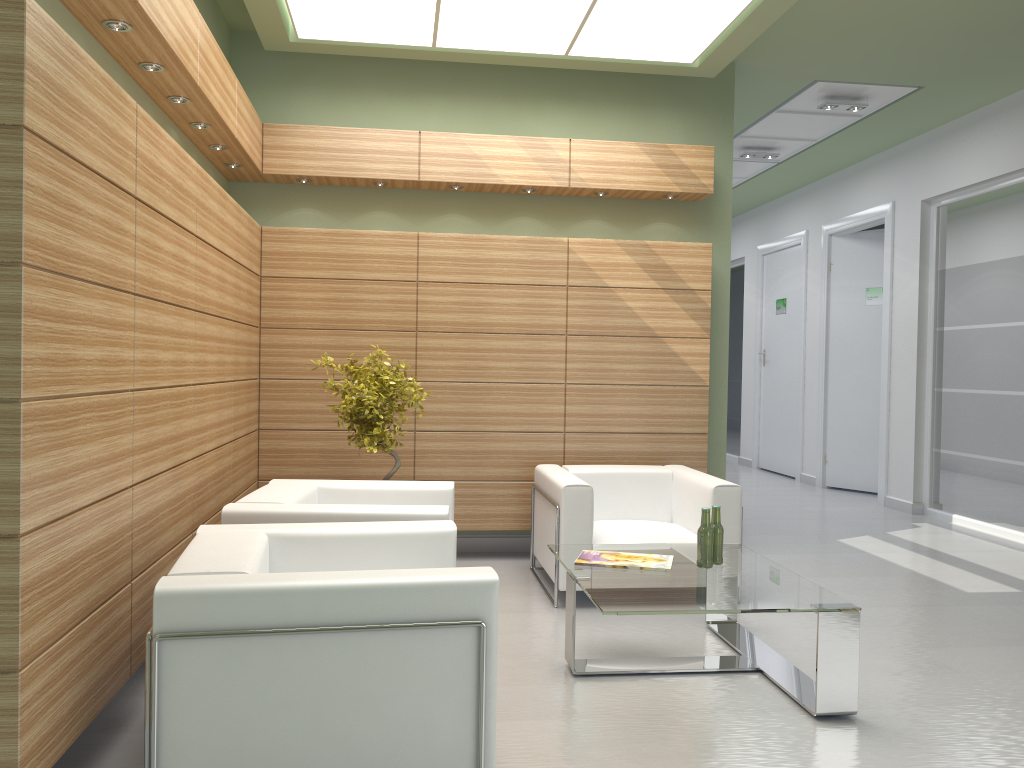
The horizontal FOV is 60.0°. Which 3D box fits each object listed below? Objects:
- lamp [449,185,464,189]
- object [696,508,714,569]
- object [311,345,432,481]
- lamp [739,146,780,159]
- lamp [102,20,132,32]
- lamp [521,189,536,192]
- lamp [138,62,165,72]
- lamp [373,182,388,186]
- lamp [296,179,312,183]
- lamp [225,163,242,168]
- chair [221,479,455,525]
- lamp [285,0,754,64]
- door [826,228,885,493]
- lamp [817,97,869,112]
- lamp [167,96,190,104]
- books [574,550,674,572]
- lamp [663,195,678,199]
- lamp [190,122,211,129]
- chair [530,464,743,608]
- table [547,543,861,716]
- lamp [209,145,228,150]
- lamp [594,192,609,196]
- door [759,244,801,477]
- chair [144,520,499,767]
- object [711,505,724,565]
[{"bbox_3d":[-0.677,-2.409,10.751,0.181,0.074,0.181,2,1,43],"label":"lamp"},{"bbox_3d":[1.546,1.229,7.093,0.131,0.475,0.131,0,1,-42],"label":"object"},{"bbox_3d":[-1.537,0.847,9.349,1.201,2.565,1.116,0,1,-39],"label":"object"},{"bbox_3d":[4.483,-4.190,16.074,0.657,0.159,0.286,1,1,-7],"label":"lamp"},{"bbox_3d":[-2.567,-2.354,5.766,0.181,0.074,0.181,1,1,-24],"label":"lamp"},{"bbox_3d":[0.207,-2.395,10.862,0.181,0.074,0.181,1,1,-13],"label":"lamp"},{"bbox_3d":[-2.667,-2.370,6.561,0.181,0.074,0.181,0,1,-35],"label":"lamp"},{"bbox_3d":[-1.579,-2.424,10.637,0.181,0.074,0.181,1,1,-13],"label":"lamp"},{"bbox_3d":[-2.471,-2.439,10.524,0.181,0.074,0.181,1,1,-13],"label":"lamp"},{"bbox_3d":[-3.071,-2.436,9.777,0.181,0.074,0.181,1,1,-24],"label":"lamp"},{"bbox_3d":[-1.388,1.554,7.735,1.769,1.234,1.894,1,1,-2],"label":"chair"},{"bbox_3d":[0.185,-3.924,7.674,4.571,0.325,5.060,1,1,-7],"label":"lamp"},{"bbox_3d":[7.068,-0.444,17.135,0.134,5.083,2.089,0,1,-37],"label":"door"},{"bbox_3d":[4.864,-4.127,13.047,0.657,0.159,0.286,1,1,-7],"label":"lamp"},{"bbox_3d":[-2.769,-2.387,7.369,0.181,0.074,0.181,1,1,-24],"label":"lamp"},{"bbox_3d":[0.923,1.440,7.242,0.762,0.025,0.508,1,1,13],"label":"books"},{"bbox_3d":[1.981,-2.366,11.086,0.181,0.074,0.181,1,1,-13],"label":"lamp"},{"bbox_3d":[-2.868,-2.403,8.161,0.181,0.074,0.181,1,1,-24],"label":"lamp"},{"bbox_3d":[1.264,1.570,9.522,1.894,1.234,1.802,1,1,-7],"label":"chair"},{"bbox_3d":[1.324,1.838,6.947,1.783,0.742,2.197,1,1,-7],"label":"table"},{"bbox_3d":[-2.971,-2.420,8.975,0.181,0.074,0.181,0,1,-35],"label":"lamp"},{"bbox_3d":[1.103,-2.380,10.975,0.181,0.074,0.181,2,1,43],"label":"lamp"},{"bbox_3d":[6.088,-0.519,20.242,0.250,5.083,2.089,1,1,-7],"label":"door"},{"bbox_3d":[-1.114,1.601,5.427,1.802,1.234,1.894,1,1,-12],"label":"chair"},{"bbox_3d":[1.659,1.229,7.229,0.131,0.475,0.131,0,1,-42],"label":"object"}]
